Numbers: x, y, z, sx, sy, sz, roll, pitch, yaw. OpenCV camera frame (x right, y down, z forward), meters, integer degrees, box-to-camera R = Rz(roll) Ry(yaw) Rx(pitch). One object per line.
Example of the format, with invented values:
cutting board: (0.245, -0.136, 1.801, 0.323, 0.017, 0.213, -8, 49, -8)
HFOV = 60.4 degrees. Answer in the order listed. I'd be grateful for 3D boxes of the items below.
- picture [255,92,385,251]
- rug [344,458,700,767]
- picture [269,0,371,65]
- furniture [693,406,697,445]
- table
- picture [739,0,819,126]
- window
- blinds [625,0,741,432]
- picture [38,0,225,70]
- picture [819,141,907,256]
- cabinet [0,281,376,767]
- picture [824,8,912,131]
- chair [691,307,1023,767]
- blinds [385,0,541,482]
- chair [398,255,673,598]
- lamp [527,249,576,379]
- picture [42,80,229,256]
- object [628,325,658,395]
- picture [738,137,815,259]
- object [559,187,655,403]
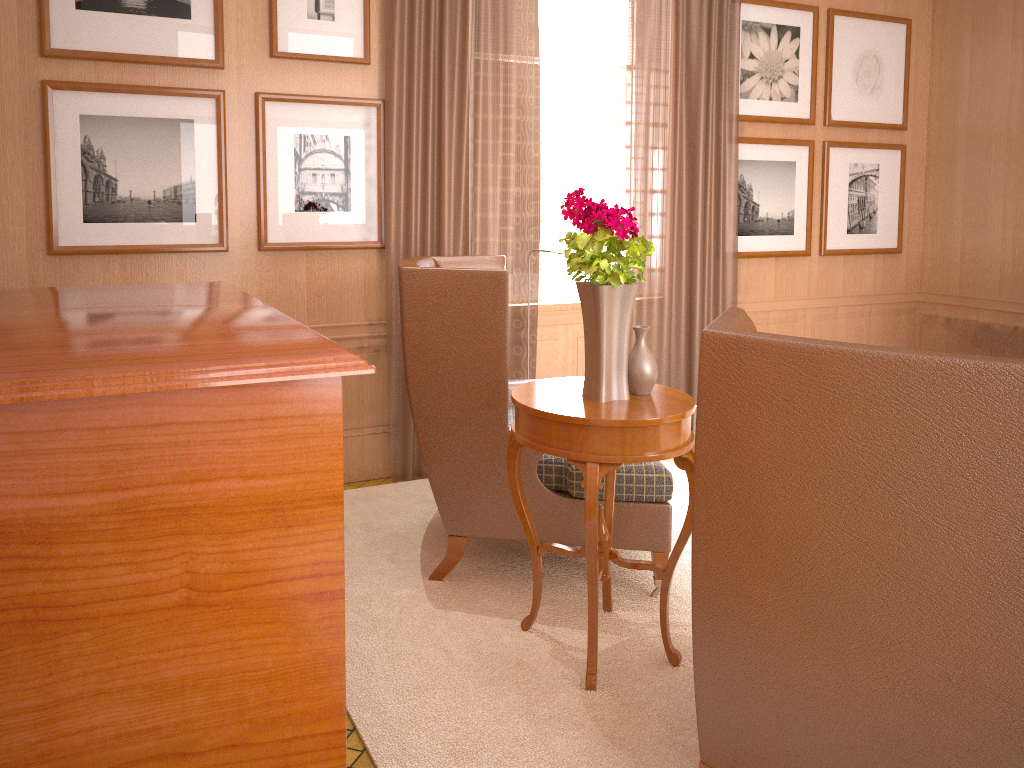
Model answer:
picture: (-1.539, -1.718, 7.182, 1.052, 1.236, 0.048, -4, 6, -26)
rug: (2.300, 1.446, 4.670, 6.012, 0.020, 8.065, -5, 13, -25)
picture: (-1.533, -3.075, 7.065, 0.807, 0.948, 0.048, -4, 6, -26)
furniture: (2.526, 0.660, 6.228, 1.956, 0.889, 1.975, -6, 12, -28)
table: (0.466, 0.738, 4.680, 0.926, 1.357, 1.052, -2, 8, -18)
picture: (2.690, -3.340, 9.134, 1.253, 1.236, 0.048, -4, 6, -26)
window: (0.415, -2.442, 8.564, 2.439, 3.343, 0.855, -3, 6, -26)
blinds: (1.676, -1.788, 8.650, 1.451, 4.739, 0.269, -3, 6, -27)
picture: (-2.775, -2.986, 6.457, 1.253, 1.236, 0.048, -4, 6, -26)
picture: (3.946, -2.074, 9.869, 1.253, 1.236, 0.048, -4, 6, -26)
cabinet: (-1.653, 0.675, 3.656, 1.419, 1.919, 2.803, -3, 10, -26)
picture: (3.953, -3.462, 9.749, 1.253, 1.236, 0.048, -4, 6, -26)
chair: (1.538, 0.745, 3.208, 1.921, 1.952, 1.735, 7, 10, 38)
blinds: (-0.411, -1.581, 7.631, 1.431, 4.749, 0.269, -2, 6, -25)
chair: (0.087, 0.132, 6.131, 1.720, 1.952, 1.939, 0, 8, -1)
lamp: (0.341, -0.062, 6.945, 0.631, 2.005, 0.569, 3, 6, 26)
picture: (-2.782, -1.598, 6.577, 1.253, 1.236, 0.048, -4, 6, -26)
object: (0.682, -0.127, 4.674, 0.186, 0.354, 0.188, 1, 6, 7)
picture: (2.683, -1.952, 9.254, 1.253, 1.236, 0.048, -4, 6, -26)
object: (0.497, -0.472, 4.562, 0.526, 1.078, 0.460, -3, 7, -27)
